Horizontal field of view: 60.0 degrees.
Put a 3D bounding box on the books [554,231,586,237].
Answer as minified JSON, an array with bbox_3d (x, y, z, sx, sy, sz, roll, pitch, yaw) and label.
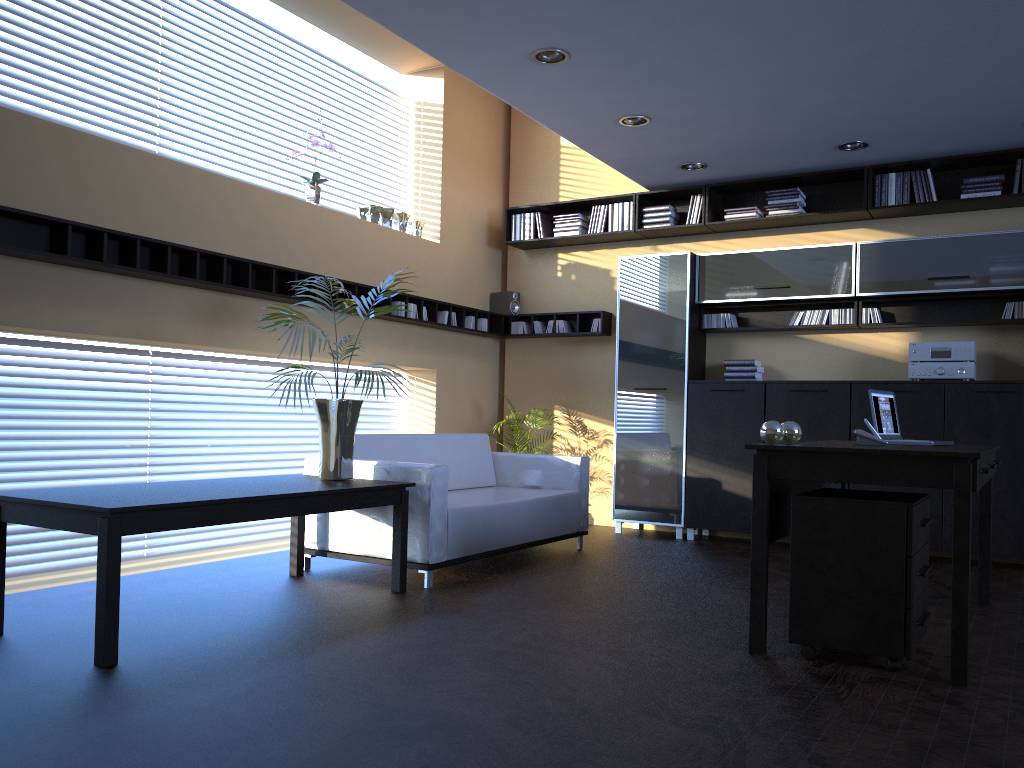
[{"bbox_3d":[0.553,-1.373,8.243,0.258,0.050,0.207,0,-2,31],"label":"books"}]

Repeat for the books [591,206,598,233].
[{"bbox_3d":[0.793,-1.477,8.101,0.075,0.259,0.207,1,-1,30],"label":"books"}]

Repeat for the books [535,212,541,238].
[{"bbox_3d":[0.295,-1.478,8.407,0.075,0.259,0.207,1,-1,30],"label":"books"}]

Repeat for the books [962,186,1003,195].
[{"bbox_3d":[3.464,-1.408,6.521,0.258,0.031,0.207,0,-3,31],"label":"books"}]

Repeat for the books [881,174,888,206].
[{"bbox_3d":[2.898,-1.471,6.865,0.050,0.258,0.207,1,-1,31],"label":"books"}]

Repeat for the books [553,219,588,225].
[{"bbox_3d":[0.548,-1.493,8.245,0.258,0.028,0.207,0,-3,31],"label":"books"}]

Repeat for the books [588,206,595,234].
[{"bbox_3d":[0.769,-1.477,8.123,0.075,0.259,0.207,1,-1,31],"label":"books"}]

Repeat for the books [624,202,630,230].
[{"bbox_3d":[1.064,-1.476,7.938,0.050,0.258,0.207,1,-1,31],"label":"books"}]

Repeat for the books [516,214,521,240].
[{"bbox_3d":[0.106,-1.478,8.518,0.050,0.258,0.207,1,-1,30],"label":"books"}]

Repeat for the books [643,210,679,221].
[{"bbox_3d":[1.315,-1.473,7.802,0.258,0.050,0.207,0,-2,31],"label":"books"}]

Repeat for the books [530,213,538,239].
[{"bbox_3d":[0.239,-1.478,8.436,0.050,0.258,0.207,1,-1,30],"label":"books"}]

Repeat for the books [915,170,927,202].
[{"bbox_3d":[3.113,-1.471,6.733,0.075,0.259,0.207,1,-1,31],"label":"books"}]

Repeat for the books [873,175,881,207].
[{"bbox_3d":[2.853,-1.472,6.891,0.050,0.258,0.207,1,-1,31],"label":"books"}]

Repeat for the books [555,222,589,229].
[{"bbox_3d":[0.566,-1.464,8.256,0.258,0.028,0.207,0,-3,31],"label":"books"}]

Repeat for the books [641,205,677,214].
[{"bbox_3d":[1.296,-1.524,7.810,0.258,0.050,0.207,0,-2,30],"label":"books"}]

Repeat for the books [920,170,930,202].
[{"bbox_3d":[3.138,-1.469,6.712,0.072,0.257,0.207,1,-1,31],"label":"books"}]

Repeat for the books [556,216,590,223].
[{"bbox_3d":[0.567,-1.521,8.252,0.258,0.028,0.207,0,-2,30],"label":"books"}]

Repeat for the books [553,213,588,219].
[{"bbox_3d":[0.549,-1.549,8.262,0.258,0.028,0.207,0,-3,31],"label":"books"}]

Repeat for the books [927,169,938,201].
[{"bbox_3d":[3.172,-1.472,6.682,0.072,0.257,0.207,1,-1,30],"label":"books"}]

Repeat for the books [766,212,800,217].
[{"bbox_3d":[2.232,-1.360,7.246,0.258,0.028,0.207,0,-3,30],"label":"books"}]

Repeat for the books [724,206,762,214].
[{"bbox_3d":[1.937,-1.445,7.432,0.258,0.028,0.207,0,-2,30],"label":"books"}]

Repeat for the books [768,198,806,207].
[{"bbox_3d":[2.250,-1.474,7.253,0.258,0.028,0.207,0,-3,31],"label":"books"}]

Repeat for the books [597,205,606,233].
[{"bbox_3d":[0.848,-1.477,8.069,0.075,0.259,0.207,1,-1,30],"label":"books"}]

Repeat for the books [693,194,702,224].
[{"bbox_3d":[1.618,-1.475,7.610,0.075,0.259,0.207,1,-1,30],"label":"books"}]

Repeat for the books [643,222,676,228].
[{"bbox_3d":[1.308,-1.371,7.798,0.258,0.050,0.207,0,-2,30],"label":"books"}]

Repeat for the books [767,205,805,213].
[{"bbox_3d":[2.239,-1.416,7.252,0.258,0.028,0.207,0,-3,30],"label":"books"}]

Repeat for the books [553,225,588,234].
[{"bbox_3d":[0.548,-1.424,8.253,0.258,0.050,0.207,0,-2,30],"label":"books"}]

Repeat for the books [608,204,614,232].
[{"bbox_3d":[0.933,-1.476,8.025,0.050,0.258,0.207,1,-1,31],"label":"books"}]

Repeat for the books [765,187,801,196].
[{"bbox_3d":[2.230,-1.560,7.255,0.258,0.028,0.207,0,-3,31],"label":"books"}]

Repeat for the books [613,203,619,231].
[{"bbox_3d":[0.978,-1.476,7.998,0.050,0.258,0.207,1,-1,31],"label":"books"}]

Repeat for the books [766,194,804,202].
[{"bbox_3d":[2.237,-1.503,7.249,0.258,0.028,0.207,0,-2,30],"label":"books"}]

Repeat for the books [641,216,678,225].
[{"bbox_3d":[1.298,-1.422,7.799,0.258,0.050,0.207,0,-2,30],"label":"books"}]

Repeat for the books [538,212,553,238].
[{"bbox_3d":[0.319,-1.478,8.386,0.075,0.259,0.207,1,-1,30],"label":"books"}]

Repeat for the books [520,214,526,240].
[{"bbox_3d":[0.145,-1.479,8.482,0.050,0.258,0.207,1,-1,30],"label":"books"}]

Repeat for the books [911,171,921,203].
[{"bbox_3d":[3.086,-1.471,6.749,0.075,0.259,0.207,1,-1,31],"label":"books"}]

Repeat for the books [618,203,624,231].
[{"bbox_3d":[1.019,-1.477,7.965,0.050,0.258,0.207,1,-1,31],"label":"books"}]

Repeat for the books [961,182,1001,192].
[{"bbox_3d":[3.455,-1.439,6.528,0.258,0.031,0.207,0,-2,30],"label":"books"}]

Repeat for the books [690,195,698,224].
[{"bbox_3d":[1.597,-1.475,7.638,0.075,0.259,0.207,1,-1,30],"label":"books"}]

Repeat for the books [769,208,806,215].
[{"bbox_3d":[2.256,-1.388,7.243,0.258,0.028,0.207,0,-3,31],"label":"books"}]

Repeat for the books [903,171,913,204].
[{"bbox_3d":[3.031,-1.471,6.784,0.050,0.258,0.207,1,-1,31],"label":"books"}]

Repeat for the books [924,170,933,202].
[{"bbox_3d":[3.165,-1.470,6.715,0.072,0.257,0.207,1,-1,31],"label":"books"}]

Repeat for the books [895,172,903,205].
[{"bbox_3d":[2.988,-1.471,6.813,0.050,0.258,0.207,1,-1,31],"label":"books"}]

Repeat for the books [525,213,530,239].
[{"bbox_3d":[0.194,-1.478,8.462,0.050,0.258,0.207,1,-1,31],"label":"books"}]

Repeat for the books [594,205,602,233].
[{"bbox_3d":[0.820,-1.477,8.084,0.075,0.259,0.207,1,-1,31],"label":"books"}]

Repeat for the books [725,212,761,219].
[{"bbox_3d":[1.938,-1.389,7.415,0.258,0.028,0.207,0,-3,31],"label":"books"}]

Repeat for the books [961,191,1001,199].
[{"bbox_3d":[3.458,-1.365,6.533,0.258,0.050,0.207,0,-2,30],"label":"books"}]

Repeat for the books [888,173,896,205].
[{"bbox_3d":[2.940,-1.472,6.833,0.050,0.258,0.207,1,-1,31],"label":"books"}]

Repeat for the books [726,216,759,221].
[{"bbox_3d":[1.945,-1.361,7.408,0.258,0.028,0.207,0,-3,31],"label":"books"}]

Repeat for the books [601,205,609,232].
[{"bbox_3d":[0.883,-1.476,8.065,0.075,0.259,0.207,1,-1,30],"label":"books"}]

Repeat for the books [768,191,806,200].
[{"bbox_3d":[2.246,-1.531,7.241,0.258,0.028,0.207,0,-2,30],"label":"books"}]

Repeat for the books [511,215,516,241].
[{"bbox_3d":[0.060,-1.479,8.542,0.050,0.258,0.207,1,-1,31],"label":"books"}]

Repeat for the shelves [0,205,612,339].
[{"bbox_3d":[-1.301,-0.705,5.707,1.249,0.213,6.627,0,-3,31],"label":"shelves"}]

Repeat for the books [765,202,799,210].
[{"bbox_3d":[2.228,-1.444,7.275,0.258,0.028,0.207,0,-2,30],"label":"books"}]

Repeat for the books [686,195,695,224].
[{"bbox_3d":[1.568,-1.475,7.651,0.075,0.259,0.207,1,-1,31],"label":"books"}]

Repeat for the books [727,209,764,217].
[{"bbox_3d":[1.952,-1.417,7.415,0.258,0.028,0.207,0,-3,30],"label":"books"}]
